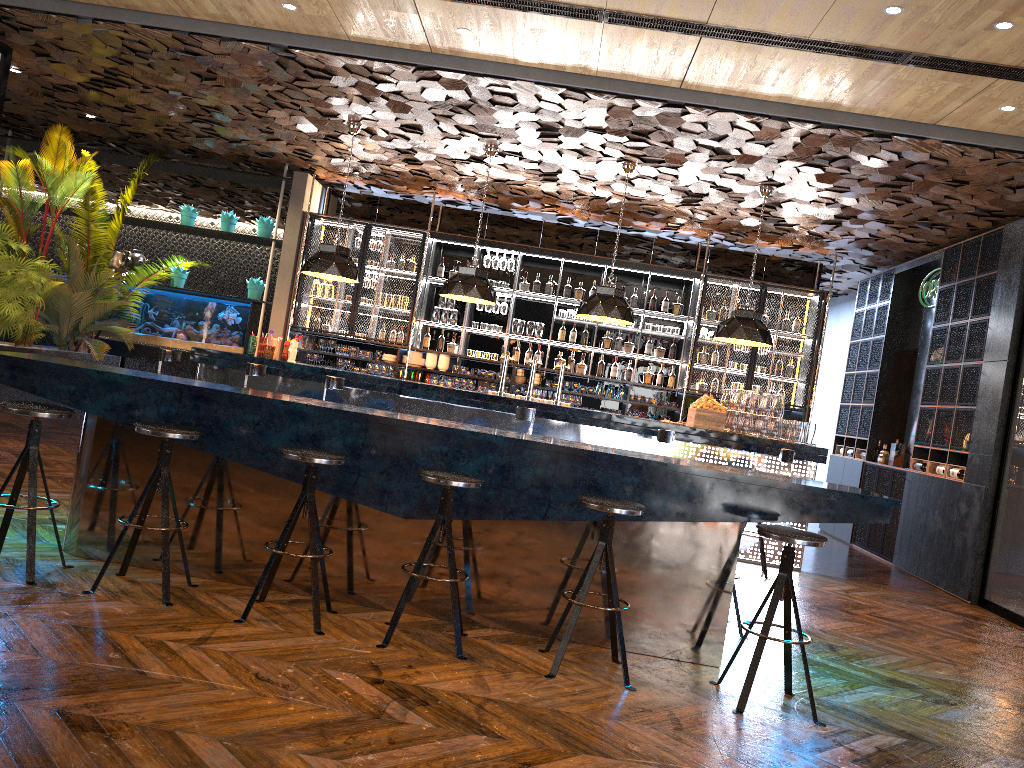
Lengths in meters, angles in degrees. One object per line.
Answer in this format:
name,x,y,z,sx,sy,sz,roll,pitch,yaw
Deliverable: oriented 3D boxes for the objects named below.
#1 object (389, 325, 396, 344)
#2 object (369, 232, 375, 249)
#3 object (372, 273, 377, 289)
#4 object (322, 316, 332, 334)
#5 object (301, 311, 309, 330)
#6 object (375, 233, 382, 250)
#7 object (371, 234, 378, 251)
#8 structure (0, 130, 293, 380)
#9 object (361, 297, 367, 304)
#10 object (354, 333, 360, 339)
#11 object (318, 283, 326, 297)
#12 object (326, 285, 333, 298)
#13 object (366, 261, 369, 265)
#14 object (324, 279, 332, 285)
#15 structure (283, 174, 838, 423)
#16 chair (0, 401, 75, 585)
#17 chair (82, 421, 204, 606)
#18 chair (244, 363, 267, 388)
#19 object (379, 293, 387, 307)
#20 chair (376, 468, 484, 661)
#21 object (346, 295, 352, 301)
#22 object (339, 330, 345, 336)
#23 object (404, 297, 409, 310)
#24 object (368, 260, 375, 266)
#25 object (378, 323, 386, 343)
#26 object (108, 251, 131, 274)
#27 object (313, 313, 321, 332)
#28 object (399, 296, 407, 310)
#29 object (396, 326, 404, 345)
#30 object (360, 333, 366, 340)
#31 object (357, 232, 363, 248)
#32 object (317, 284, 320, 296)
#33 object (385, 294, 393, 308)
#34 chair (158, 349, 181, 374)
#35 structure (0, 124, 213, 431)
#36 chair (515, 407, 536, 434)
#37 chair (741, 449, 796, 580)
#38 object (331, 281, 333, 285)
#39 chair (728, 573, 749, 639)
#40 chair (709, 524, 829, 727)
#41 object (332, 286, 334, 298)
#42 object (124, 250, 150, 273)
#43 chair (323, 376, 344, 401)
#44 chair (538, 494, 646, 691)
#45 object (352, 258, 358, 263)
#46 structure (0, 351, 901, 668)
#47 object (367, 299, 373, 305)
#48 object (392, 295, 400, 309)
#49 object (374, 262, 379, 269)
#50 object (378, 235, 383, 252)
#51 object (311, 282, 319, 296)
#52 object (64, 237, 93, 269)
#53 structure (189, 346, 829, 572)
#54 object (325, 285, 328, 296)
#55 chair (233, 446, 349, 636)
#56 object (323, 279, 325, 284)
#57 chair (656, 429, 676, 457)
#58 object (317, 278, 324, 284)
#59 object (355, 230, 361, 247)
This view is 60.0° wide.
object,-1.555,-0.643,11.614,0.075,0.260,0.075,9,0,-39
object,-1.818,-1.868,11.535,0.081,0.213,0.081,9,0,8
object,-1.801,-1.358,11.672,0.081,0.213,0.081,9,0,8
object,-2.415,-0.771,11.615,0.108,0.244,0.108,9,0,16
object,-2.713,-0.828,11.646,0.075,0.261,0.075,9,0,-39
object,-1.728,-1.854,11.531,0.081,0.213,0.081,9,0,8
object,-1.811,-1.866,11.679,0.081,0.213,0.081,9,0,8
structure,-5.140,-1.380,11.750,4.269,3.734,0.705,9,0,3
object,-1.922,-1.081,11.521,0.077,0.080,0.077,9,0,-2
object,-2.033,-0.628,11.628,0.077,0.080,0.077,9,0,-32
object,-2.484,-1.222,11.628,0.092,0.182,0.092,9,0,-2
object,-2.385,-1.206,11.613,0.092,0.182,0.092,9,0,-2
object,-1.908,-1.581,11.701,0.077,0.080,0.077,9,0,-32
object,-2.407,-1.394,11.634,0.092,0.182,0.092,9,0,-2
structure,0.460,-0.396,11.309,6.750,3.553,1.143,9,0,3
chair,-2.357,0.496,4.298,0.419,0.813,0.419,9,0,-2
chair,-1.729,0.597,4.312,0.419,0.813,0.419,9,0,-2
chair,-2.203,0.394,7.831,0.476,1.108,0.419,9,0,3
object,-1.682,-1.094,11.544,0.092,0.182,0.092,9,0,-2
chair,-0.352,0.817,4.209,0.419,0.813,0.419,9,0,-2
object,-2.141,-1.116,11.622,0.077,0.080,0.077,9,0,14
object,-2.215,-0.657,11.562,0.077,0.080,0.077,9,0,42
object,-1.410,-1.050,11.629,0.092,0.182,0.092,9,0,-2
object,-1.833,-1.570,11.547,0.077,0.080,0.077,9,0,38
object,-1.692,-0.664,11.599,0.075,0.261,0.075,9,0,-39
object,-5.324,-1.605,11.847,0.378,0.398,0.232,9,0,33
object,-2.549,-0.802,11.611,0.075,0.260,0.075,9,0,36
object,-1.424,-1.053,11.535,0.092,0.182,0.092,9,0,-2
object,-1.454,-0.627,11.589,0.075,0.260,0.075,9,0,-39
object,-1.944,-0.614,11.569,0.077,0.080,0.077,9,0,-9
object,-1.991,-1.895,11.687,0.081,0.213,0.081,9,0,8
object,-2.591,-1.239,11.735,0.092,0.182,0.092,9,0,-2
object,-1.623,-1.084,11.642,0.092,0.182,0.092,9,0,-2
chair,-3.009,0.266,7.934,0.476,1.108,0.419,9,0,3
structure,-5.301,-1.327,10.542,1.873,3.561,4.073,9,0,4
chair,-0.097,0.730,7.716,0.476,1.108,0.419,9,0,18
chair,2.143,1.089,7.728,0.476,1.108,0.419,9,0,13
object,-2.408,-1.394,11.713,0.092,0.182,0.092,9,0,-2
chair,1.258,1.083,5.467,0.419,0.813,0.419,9,0,-2
chair,1.230,1.070,4.091,0.419,0.813,0.419,9,0,-2
object,-2.392,-1.207,11.710,0.092,0.182,0.092,9,0,-2
object,-4.965,-1.628,11.739,0.278,0.292,0.290,9,0,40
chair,-1.473,0.510,7.678,0.476,1.108,0.419,9,0,3
chair,0.407,0.938,4.162,0.419,0.813,0.419,9,0,-2
object,-2.058,-1.605,11.621,0.077,0.080,0.077,9,0,-7
structure,-0.540,0.696,4.915,4.941,0.998,0.673,9,0,3
object,-1.875,-1.073,11.676,0.077,0.080,0.077,9,0,-2
object,-1.516,-1.068,11.560,0.092,0.182,0.092,9,0,-2
object,-1.800,-1.563,11.706,0.077,0.080,0.077,9,0,38
object,-1.722,-1.852,11.675,0.081,0.213,0.081,9,0,8
object,-2.586,-1.238,11.632,0.092,0.182,0.092,9,0,-2
object,-5.792,-1.713,11.867,0.458,0.472,0.250,9,0,29
structure,-0.091,0.445,8.843,6.009,1.685,1.214,9,0,3
object,-2.486,-1.222,11.723,0.092,0.182,0.092,9,0,-2
chair,-1.007,0.712,4.241,0.419,0.813,0.419,9,0,-2
object,-2.508,-1.410,11.728,0.092,0.182,0.092,9,0,-2
chair,1.106,0.923,7.709,0.476,1.108,0.419,9,0,18
object,-2.508,-1.410,11.630,0.092,0.182,0.092,9,0,-2
object,-1.998,-1.897,11.543,0.081,0.213,0.081,9,0,8
